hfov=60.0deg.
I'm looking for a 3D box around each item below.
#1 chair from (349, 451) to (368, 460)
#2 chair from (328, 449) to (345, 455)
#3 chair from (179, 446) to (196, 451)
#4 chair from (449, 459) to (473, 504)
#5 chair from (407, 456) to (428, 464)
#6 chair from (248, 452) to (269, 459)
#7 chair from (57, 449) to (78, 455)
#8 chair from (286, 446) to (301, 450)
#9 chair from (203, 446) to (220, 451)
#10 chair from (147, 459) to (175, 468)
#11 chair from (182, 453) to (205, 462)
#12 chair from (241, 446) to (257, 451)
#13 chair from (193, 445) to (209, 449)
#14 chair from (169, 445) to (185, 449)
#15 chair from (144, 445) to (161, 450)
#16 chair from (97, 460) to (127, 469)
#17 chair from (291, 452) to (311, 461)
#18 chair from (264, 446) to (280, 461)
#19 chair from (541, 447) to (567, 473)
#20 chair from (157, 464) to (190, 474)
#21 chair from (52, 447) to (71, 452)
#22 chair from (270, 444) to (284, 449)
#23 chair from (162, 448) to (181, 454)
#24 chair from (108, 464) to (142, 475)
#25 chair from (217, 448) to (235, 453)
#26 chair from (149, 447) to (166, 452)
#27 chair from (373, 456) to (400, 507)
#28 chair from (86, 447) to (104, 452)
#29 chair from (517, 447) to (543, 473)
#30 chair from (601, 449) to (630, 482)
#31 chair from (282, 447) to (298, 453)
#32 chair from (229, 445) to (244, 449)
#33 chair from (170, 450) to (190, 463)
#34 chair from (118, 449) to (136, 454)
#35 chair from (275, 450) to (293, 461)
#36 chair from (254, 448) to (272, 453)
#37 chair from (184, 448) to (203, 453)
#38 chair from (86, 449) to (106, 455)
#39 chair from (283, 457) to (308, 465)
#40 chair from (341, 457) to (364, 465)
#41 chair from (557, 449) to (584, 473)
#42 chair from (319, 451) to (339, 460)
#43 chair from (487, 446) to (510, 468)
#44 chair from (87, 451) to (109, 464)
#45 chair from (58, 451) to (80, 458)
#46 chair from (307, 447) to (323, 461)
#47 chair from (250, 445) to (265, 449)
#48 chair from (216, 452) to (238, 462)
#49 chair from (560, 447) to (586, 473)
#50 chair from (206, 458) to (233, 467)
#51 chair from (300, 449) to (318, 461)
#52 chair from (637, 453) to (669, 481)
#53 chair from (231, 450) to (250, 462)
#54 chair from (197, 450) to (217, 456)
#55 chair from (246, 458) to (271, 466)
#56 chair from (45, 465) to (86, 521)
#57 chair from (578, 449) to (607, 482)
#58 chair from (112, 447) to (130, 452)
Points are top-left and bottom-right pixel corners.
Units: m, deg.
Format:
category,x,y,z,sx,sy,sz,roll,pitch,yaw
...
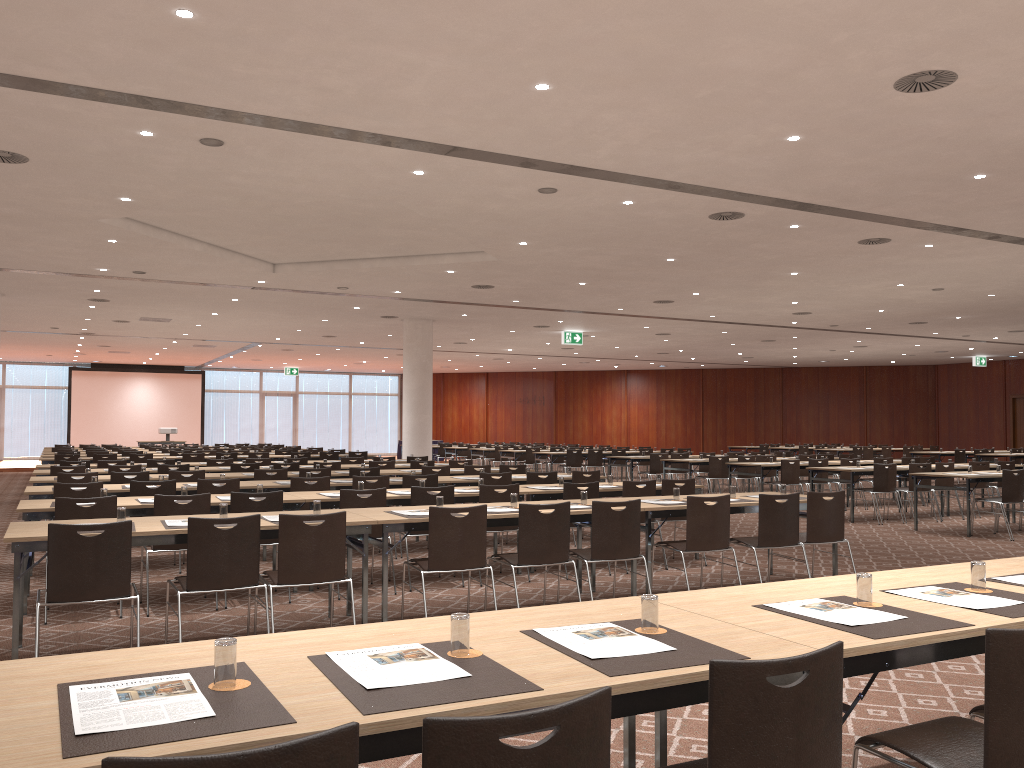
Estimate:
category,x,y,z,sx,sy,sz,roll,pitch,yaw
chair,-3.505,1.976,19.936,0.536,0.939,0.614,1,-3,-25
chair,-4.331,2.058,21.673,0.536,0.939,0.614,1,-3,-25
chair,-8.794,2.152,23.909,0.536,0.939,0.614,1,-3,-29
chair,-0.934,1.746,15.030,0.536,0.939,0.614,1,-3,-27
chair,-1.855,1.827,16.765,0.536,0.939,0.614,2,-3,-30
chair,-5.421,1.918,18.862,0.536,0.939,0.614,1,-3,-26
chair,-10.466,1.997,20.846,0.536,0.939,0.614,2,-3,-30
chair,-6.251,2.222,25.181,0.536,0.939,0.614,1,-3,-26
chair,-8.251,2.170,24.237,0.536,0.939,0.614,2,-3,-30
chair,-5.871,1.717,14.781,0.536,0.939,0.614,1,-3,-26
chair,-6.596,1.886,18.295,0.536,0.939,0.614,1,-3,-26
chair,-7.332,2.192,24.624,0.536,0.939,0.614,1,-3,-27
chair,-9.128,2.250,25.947,0.536,0.939,0.614,1,-3,-25
chair,-9.721,2.235,25.680,0.536,0.939,0.614,1,-3,-24
chair,-10.316,2.221,25.421,0.536,0.939,0.614,1,-3,-25
chair,-6.503,1.695,14.369,0.536,0.939,0.614,1,-3,-29
chair,-4.645,1.941,19.301,0.536,0.939,0.614,1,-3,-29
chair,-6.804,2.209,24.935,0.536,0.939,0.614,2,-3,-30
chair,1.166,2.212,24.455,0.536,0.939,0.614,1,-3,-25
chair,-4.948,1.630,12.921,0.536,0.939,0.614,1,-3,-25
chair,-11.445,2.075,22.504,0.536,0.939,0.614,1,-3,-26
chair,-7.188,2.307,26.986,0.536,0.939,0.614,1,-3,-27
chair,-8.422,2.053,21.852,0.536,0.939,0.614,1,-3,-26
chair,-5.545,1.615,12.652,0.536,0.939,0.614,1,-3,-29
chair,-7.275,2.084,22.404,0.536,0.939,0.614,1,-3,-28
chair,-9.431,2.132,23.542,0.536,0.939,0.614,1,-3,-26
chair,-2.433,1.813,16.506,0.536,0.939,0.614,1,-3,-28
chair,-10.797,2.098,22.924,0.536,0.939,0.614,1,-3,-27
chair,0.499,2.200,24.269,0.536,0.939,0.614,1,-3,-26
chair,2.677,2.145,22.985,0.536,0.939,0.614,1,-3,-28
chair,-5.844,2.125,23.142,0.536,0.939,0.614,1,-3,-25
chair,-8.265,2.279,26.478,0.536,0.939,0.614,1,-3,-25
chair,-7.526,1.967,20.026,0.536,0.939,0.614,1,-3,-27
chair,-9.293,2.027,21.364,0.536,0.939,0.614,2,-3,-30
chair,-5.465,2.026,21.088,0.536,0.939,0.614,1,-3,-29
chair,-6.471,2.111,22.905,0.536,0.939,0.614,1,-3,-26
chair,-7.973,2.068,22.131,0.536,0.939,0.614,1,-3,-27
chair,-9.897,2.011,21.092,0.536,0.939,0.614,1,-3,-24
chair,-3.905,1.773,15.795,0.536,0.939,0.614,2,-3,-30
chair,-2.966,1.796,16.192,0.536,0.939,0.614,1,-3,-28
chair,1.492,2.111,22.374,0.536,0.939,0.614,1,-3,-25
chair,-4.083,1.956,19.552,0.536,0.939,0.614,1,-3,-29
chair,-0.378,2.285,26.066,0.536,0.939,0.614,1,-3,-28
chair,-9.002,1.925,19.265,0.536,0.939,0.614,1,-3,-25
chair,-9.521,1.913,19.037,0.536,0.939,0.614,1,-3,-27
chair,-5.267,2.143,23.478,0.536,0.939,0.614,1,-3,-28
chair,-7.697,2.291,26.684,0.536,0.939,0.614,1,-3,-27
chair,-6.029,1.904,18.635,0.536,0.939,0.614,1,-3,-28
chair,1.724,2.232,24.834,0.536,0.939,0.614,1,-3,-28
chair,-5.010,1.738,15.138,0.536,0.939,0.614,1,-3,-25
chair,-4.941,2.043,21.398,0.536,0.939,0.614,1,-3,-28
chair,3.084,1.965,19.267,0.536,0.939,0.614,1,-3,-27
chair,-6.387,2.004,20.700,0.536,0.939,0.614,2,-3,-30
chair,-7.031,1.983,20.320,0.536,0.939,0.614,1,-3,-28
chair,-4.460,1.755,15.461,0.536,0.939,0.614,1,-3,-28
chair,-6.201,1.598,12.362,0.536,0.939,0.614,1,-3,-27
chair,2.058,2.132,22.757,0.536,0.939,0.614,1,-3,-26
chair,-10.225,2.112,23.172,0.536,0.939,0.614,1,-3,-25
